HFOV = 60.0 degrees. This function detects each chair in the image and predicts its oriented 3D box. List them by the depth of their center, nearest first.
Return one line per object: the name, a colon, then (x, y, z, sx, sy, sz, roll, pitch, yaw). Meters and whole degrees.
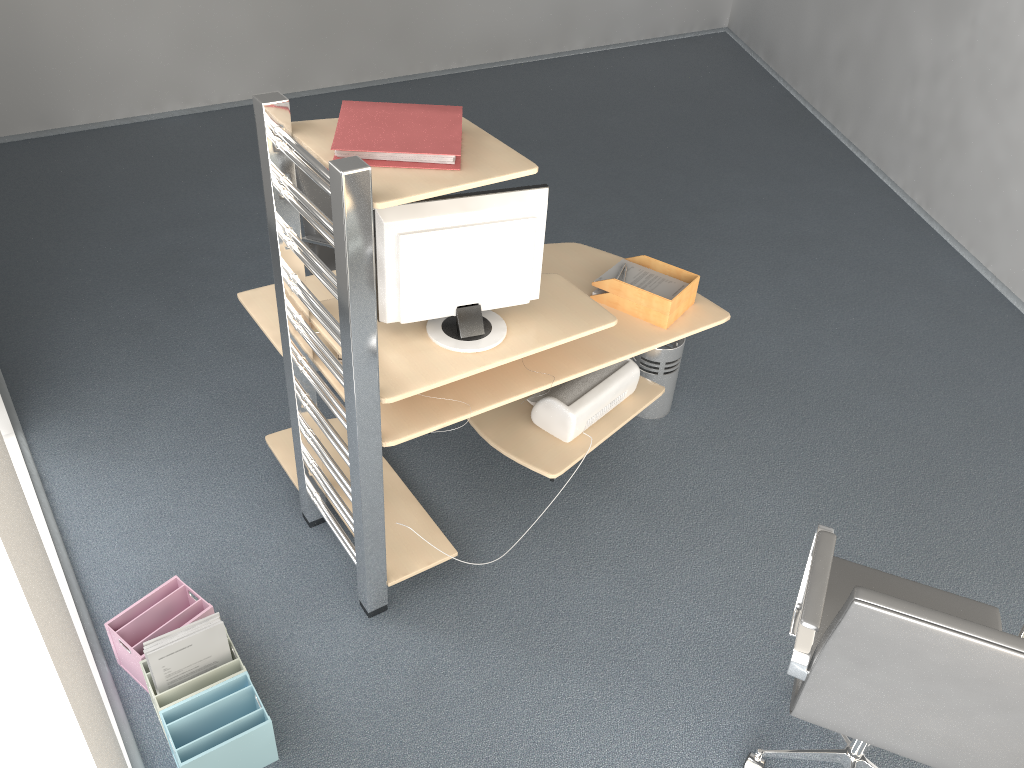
chair: (0.989, 0.730, 2.253, 0.584, 1.048, 0.652, 16, 39, 15)
chair: (-0.503, -0.470, 3.677, 0.652, 1.048, 0.584, 31, 45, 31)

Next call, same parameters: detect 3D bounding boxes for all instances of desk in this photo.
desk: (-0.081, -0.319, 3.094, 1.469, 1.566, 0.967, -20, 43, -28)

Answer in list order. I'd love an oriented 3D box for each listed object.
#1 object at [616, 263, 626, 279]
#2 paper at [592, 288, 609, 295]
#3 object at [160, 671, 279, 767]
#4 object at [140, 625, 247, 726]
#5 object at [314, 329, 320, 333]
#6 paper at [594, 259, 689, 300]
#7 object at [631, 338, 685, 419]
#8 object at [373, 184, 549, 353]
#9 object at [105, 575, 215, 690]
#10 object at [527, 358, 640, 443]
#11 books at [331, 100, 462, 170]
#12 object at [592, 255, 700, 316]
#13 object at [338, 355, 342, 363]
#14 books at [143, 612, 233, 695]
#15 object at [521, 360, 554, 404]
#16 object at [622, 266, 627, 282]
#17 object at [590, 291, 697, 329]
object: (0.392, -0.403, 3.204, 0.008, 0.009, 0.159, 15, 39, 14)
paper: (0.471, -0.315, 3.197, 0.297, 0.019, 0.210, 25, 42, 25)
object: (-0.807, 0.979, 2.461, 0.245, 0.202, 0.185, -20, 43, -28)
object: (-0.910, 0.881, 2.579, 0.245, 0.202, 0.185, -20, 43, -28)
object: (-0.654, -0.217, 2.963, 0.132, 0.026, 0.132, -20, 43, -28)
paper: (0.474, -0.356, 3.165, 0.297, 0.010, 0.210, 25, 42, 25)
object: (0.607, -0.053, 3.809, 0.208, 0.377, 0.208, 9, 37, 6)
object: (-0.136, -0.331, 2.580, 0.516, 0.418, 0.245, -5, 38, -12)
object: (-1.058, 0.769, 2.711, 0.185, 0.202, 0.245, 28, 43, 28)
object: (0.227, -0.002, 3.401, 0.351, 0.162, 0.438, 29, 44, 29)
books: (-0.292, -0.649, 2.302, 0.320, 0.072, 0.262, 2, 37, -3)
object: (0.476, -0.369, 3.155, 0.309, 0.060, 0.225, 25, 42, 25)
object: (-0.529, -0.124, 2.841, 0.022, 0.042, 0.134, 8, 37, 4)
books: (-0.914, 0.817, 2.546, 0.220, 0.306, 0.068, -20, 43, -28)
object: (-0.062, -0.192, 3.031, 0.478, 0.082, 0.814, -14, 41, -23)
object: (0.403, -0.385, 3.183, 0.008, 0.009, 0.159, 10, 38, 7)
object: (0.473, -0.324, 3.189, 0.309, 0.060, 0.225, 25, 42, 25)
